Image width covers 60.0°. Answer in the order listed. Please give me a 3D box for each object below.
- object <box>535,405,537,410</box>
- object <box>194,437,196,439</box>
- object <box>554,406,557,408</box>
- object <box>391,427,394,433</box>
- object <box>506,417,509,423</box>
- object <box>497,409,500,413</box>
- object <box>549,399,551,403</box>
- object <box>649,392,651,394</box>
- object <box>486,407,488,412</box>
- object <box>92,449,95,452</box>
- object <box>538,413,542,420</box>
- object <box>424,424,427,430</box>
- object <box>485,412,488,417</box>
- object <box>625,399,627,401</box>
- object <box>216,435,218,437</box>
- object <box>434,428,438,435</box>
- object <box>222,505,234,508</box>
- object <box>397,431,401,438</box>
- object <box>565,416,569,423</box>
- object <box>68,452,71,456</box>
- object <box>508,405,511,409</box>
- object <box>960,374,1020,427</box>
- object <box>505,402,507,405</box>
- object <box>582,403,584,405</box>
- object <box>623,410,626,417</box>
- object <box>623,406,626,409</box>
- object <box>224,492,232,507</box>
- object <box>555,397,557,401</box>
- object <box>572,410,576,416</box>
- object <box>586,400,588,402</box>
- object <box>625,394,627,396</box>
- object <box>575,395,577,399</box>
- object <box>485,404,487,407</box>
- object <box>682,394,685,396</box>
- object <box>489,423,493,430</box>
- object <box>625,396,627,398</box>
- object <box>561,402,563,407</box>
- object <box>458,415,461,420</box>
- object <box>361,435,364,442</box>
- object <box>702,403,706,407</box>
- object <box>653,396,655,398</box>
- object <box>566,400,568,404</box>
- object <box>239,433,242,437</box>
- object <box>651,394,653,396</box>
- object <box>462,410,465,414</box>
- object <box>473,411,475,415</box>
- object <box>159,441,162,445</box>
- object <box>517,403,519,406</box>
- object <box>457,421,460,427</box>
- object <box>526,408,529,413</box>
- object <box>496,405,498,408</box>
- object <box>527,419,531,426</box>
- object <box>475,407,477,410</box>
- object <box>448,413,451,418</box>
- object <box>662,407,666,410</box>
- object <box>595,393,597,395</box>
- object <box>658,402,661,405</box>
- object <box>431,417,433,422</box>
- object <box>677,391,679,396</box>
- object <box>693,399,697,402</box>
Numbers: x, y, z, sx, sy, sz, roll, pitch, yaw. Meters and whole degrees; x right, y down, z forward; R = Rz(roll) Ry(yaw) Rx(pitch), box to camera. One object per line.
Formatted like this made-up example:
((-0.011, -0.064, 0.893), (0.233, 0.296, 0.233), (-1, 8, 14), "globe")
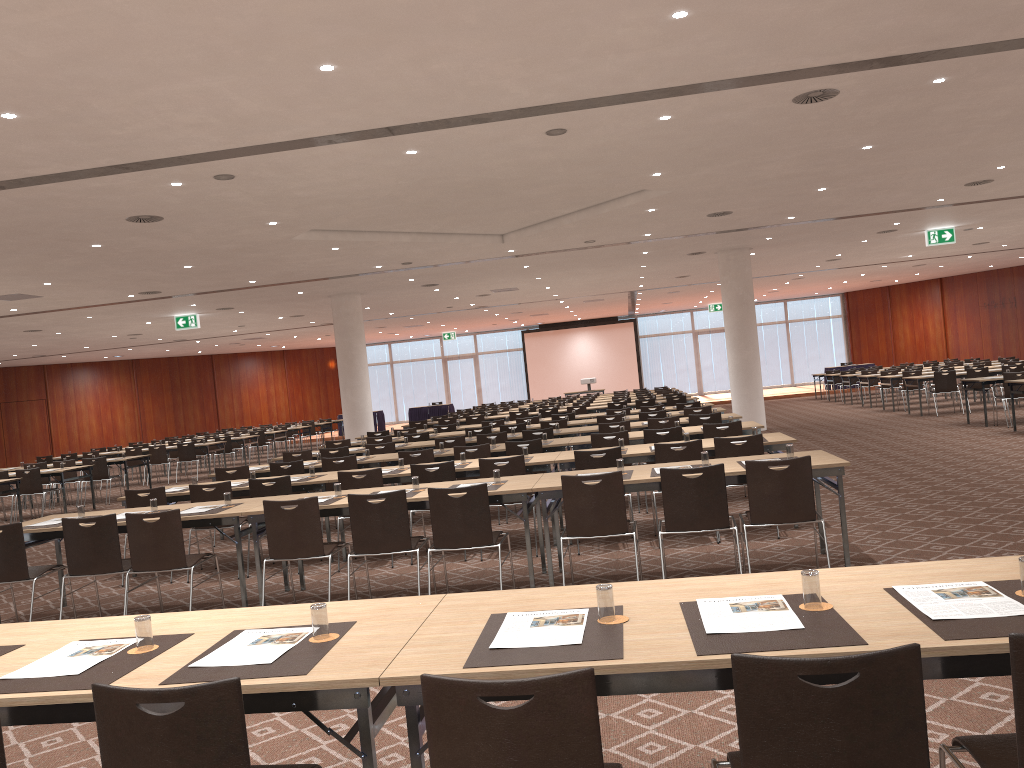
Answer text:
((0.617, 0.591, 22.560), (0.054, 0.114, 0.054), (-6, 1, -26), "object")
((-8.512, 1.490, 23.793), (0.054, 0.114, 0.054), (-6, 1, -26), "object")
((1.008, 0.562, 20.487), (0.054, 0.114, 0.054), (-6, 1, -26), "object")
((-2.345, 0.908, 17.401), (0.054, 0.114, 0.054), (-6, 1, -4), "object")
((-0.094, 0.687, 17.107), (0.054, 0.114, 0.054), (-6, 1, -4), "object")
((-0.344, 0.686, 22.689), (0.054, 0.114, 0.054), (-6, 1, -26), "object")
((1.146, 0.521, 26.519), (0.054, 0.114, 0.054), (-5, 1, 41), "object")
((3.757, 0.273, 24.156), (0.054, 0.114, 0.054), (-5, 1, 41), "object")
((-0.709, 0.713, 24.761), (0.054, 0.114, 0.054), (-5, 1, 41), "object")
((-10.383, 1.684, 22.016), (0.054, 0.114, 0.054), (-5, 1, 41), "object")
((0.535, 0.625, 17.018), (0.054, 0.114, 0.054), (-6, 1, -4), "object")
((-1.691, 0.844, 17.318), (0.054, 0.114, 0.054), (-5, 1, 19), "object")
((-0.595, 0.720, 20.695), (0.054, 0.114, 0.054), (-5, 1, 41), "object")
((2.606, 0.405, 20.274), (0.054, 0.114, 0.054), (-5, 1, 41), "object")
((-7.874, 1.427, 23.706), (0.054, 0.114, 0.054), (-6, 1, -26), "object")
((-1.311, 0.816, 15.244), (0.054, 0.114, 0.054), (-5, 1, 19), "object")
((-2.340, 1.011, 7.316), (0.102, 0.001, 0.102), (-6, 0, -26), "object")
((-1.957, 0.879, 15.342), (0.054, 0.114, 0.054), (-5, 1, 19), "object")
((0.925, 0.595, 14.947), (0.054, 0.114, 0.054), (-5, 1, 41), "object")
((-11.022, 1.747, 22.104), (0.054, 0.114, 0.054), (-5, 1, 41), "object")
((-0.070, 0.650, 24.665), (0.054, 0.114, 0.054), (-5, 1, 41), "object")
((9.421, 0.229, 15.882), (2.267, 0.833, 0.953), (-6, 1, 8), "object")
((-0.188, 0.643, 28.716), (0.054, 0.114, 0.054), (-5, 1, 41), "object")
((1.641, 0.500, 20.399), (0.054, 0.114, 0.054), (-6, 1, -26), "object")
((1.880, 0.501, 14.821), (0.054, 0.114, 0.054), (-6, 1, -26), "object")
((2.141, 0.467, 16.804), (0.054, 0.114, 0.054), (-5, 1, 19), "object")
((-2.350, 0.955, 7.330), (0.054, 0.114, 0.054), (-6, 1, -26), "object")
((1.410, 0.486, 28.509), (0.054, 0.114, 0.054), (-5, 1, 41), "object")
((1.183, 0.561, 16.928), (0.054, 0.114, 0.054), (-6, 1, -4), "object")
((1.904, 0.465, 22.381), (0.054, 0.114, 0.054), (-6, 1, -26), "object")
((3.130, 0.335, 24.240), (0.054, 0.114, 0.054), (-5, 1, 41), "object")
((2.050, 0.423, 28.417), (0.054, 0.114, 0.054), (-5, 1, 41), "object")
((-0.842, 0.707, 28.807), (0.054, 0.114, 0.054), (-6, 1, -26), "object")
((3.888, 0.278, 20.092), (0.054, 0.114, 0.054), (-6, 1, -26), "object")
((-0.352, 0.721, 15.128), (0.054, 0.114, 0.054), (-5, 1, 41), "object")
((2.860, 0.371, 22.246), (0.054, 0.114, 0.054), (-5, 1, 41), "object")
((1.269, 0.527, 22.463), (0.054, 0.114, 0.054), (-6, 1, -26), "object")
((-1.237, 0.783, 20.796), (0.054, 0.114, 0.054), (-5, 1, 41), "object")
((-2.600, 0.943, 15.433), (0.054, 0.114, 0.054), (-5, 1, 41), "object")
((3.170, 0.374, 14.642), (0.054, 0.114, 0.054), (-5, 1, 41), "object")
((3.235, 0.343, 20.185), (0.054, 0.114, 0.054), (-5, 1, 41), "object")
((1.516, 0.494, 24.444), (0.054, 0.114, 0.054), (-5, 1, 41), "object")
((-7.231, 1.364, 23.604), (0.054, 0.114, 0.054), (-6, 1, -26), "object")
((3.510, 0.307, 22.170), (0.054, 0.114, 0.054), (-5, 1, 41), "object")
((-1.357, 0.777, 24.834), (0.054, 0.114, 0.054), (-6, 1, -26), "object")
((-0.972, 0.748, 22.764), (0.054, 0.114, 0.054), (-6, 1, -26), "object")
((-9.475, 1.585, 23.916), (0.054, 0.114, 0.054), (-5, 1, 41), "object")
((0.180, 0.616, 26.659), (0.054, 0.114, 0.054), (-5, 1, 41), "object")
((-1.046, 0.780, 17.240), (0.054, 0.114, 0.054), (-5, 1, 41), "object")
((0.361, 0.626, 20.564), (0.054, 0.114, 0.054), (-6, 1, -26), "object")
((-0.449, 0.678, 26.728), (0.054, 0.114, 0.054), (-5, 1, 41), "object")
((0.285, 0.659, 15.037), (0.054, 0.114, 0.054), (-5, 1, 41), "object")
((-1.090, 0.741, 26.816), (0.054, 0.114, 0.054), (-6, 1, -26), "object")
((-1.616, 0.811, 22.863), (0.054, 0.114, 0.054), (-6, 1, -26), "object")
((2.524, 0.438, 14.728), (0.054, 0.114, 0.054), (-6, 1, -26), "object")
((2.685, 0.360, 28.327), (0.054, 0.114, 0.054), (-5, 1, 41), "object")
((2.789, 0.403, 16.725), (0.054, 0.114, 0.054), (-5, 1, 41), "object")
((-1.882, 0.847, 20.884), (0.054, 0.114, 0.054), (-6, 1, -26), "object")
((4.135, 0.245, 22.081), (0.054, 0.114, 0.054), (-6, 1, -26), "object")
((3.434, 0.339, 16.634), (0.054, 0.114, 0.054), (-6, 1, -4), "object")
